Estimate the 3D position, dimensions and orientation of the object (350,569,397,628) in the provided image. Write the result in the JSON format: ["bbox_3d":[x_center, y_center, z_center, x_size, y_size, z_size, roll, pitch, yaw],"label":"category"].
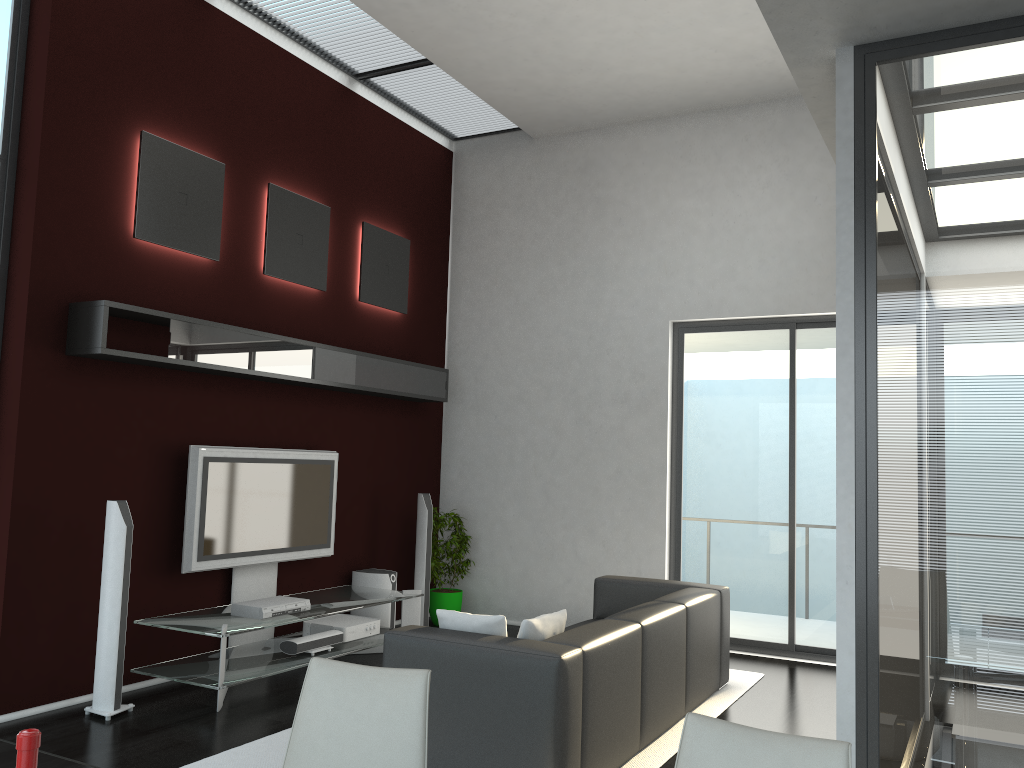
[{"bbox_3d":[-1.102,1.792,7.226,0.323,0.518,0.286,-1,-6,28],"label":"object"}]

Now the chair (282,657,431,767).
[{"bbox_3d":[-0.438,1.113,1.793,0.471,0.959,0.612,0,-5,18],"label":"chair"}]

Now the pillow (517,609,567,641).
[{"bbox_3d":[0.112,1.256,4.162,0.169,0.361,0.376,-1,-6,30],"label":"pillow"}]

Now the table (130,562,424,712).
[{"bbox_3d":[-1.492,1.402,6.099,0.771,1.093,2.046,-1,-6,28],"label":"table"}]

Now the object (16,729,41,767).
[{"bbox_3d":[-0.659,0.633,1.188,0.082,0.326,0.082,6,-7,-41],"label":"object"}]

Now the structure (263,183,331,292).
[{"bbox_3d":[-1.635,-1.097,6.734,0.055,0.676,0.678,-1,-6,28],"label":"structure"}]

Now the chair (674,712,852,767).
[{"bbox_3d":[0.313,1.102,1.407,0.471,0.959,0.612,-2,-6,33],"label":"chair"}]

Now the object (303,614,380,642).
[{"bbox_3d":[-1.253,1.806,6.567,0.412,0.106,0.449,-1,-6,28],"label":"object"}]

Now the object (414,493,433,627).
[{"bbox_3d":[-0.754,1.500,7.484,0.215,1.141,0.228,-3,-7,43],"label":"object"}]

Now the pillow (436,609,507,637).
[{"bbox_3d":[-0.172,1.252,4.201,0.376,0.358,0.186,-1,-6,29],"label":"pillow"}]

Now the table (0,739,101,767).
[{"bbox_3d":[-0.367,1.168,1.125,2.720,0.731,0.940,-1,-6,28],"label":"table"}]

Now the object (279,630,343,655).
[{"bbox_3d":[-1.342,1.741,5.982,0.182,0.090,0.470,-1,-6,28],"label":"object"}]

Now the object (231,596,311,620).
[{"bbox_3d":[-1.560,1.449,5.758,0.273,0.073,0.439,-1,-6,28],"label":"object"}]

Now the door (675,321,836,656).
[{"bbox_3d":[2.241,0.801,7.084,1.900,2.600,0.050,-1,-6,28],"label":"door"}]

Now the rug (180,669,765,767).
[{"bbox_3d":[0.118,1.914,5.160,1.875,0.009,3.695,-1,-6,28],"label":"rug"}]

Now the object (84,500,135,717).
[{"bbox_3d":[-2.220,1.226,4.939,0.215,1.141,0.228,1,-5,13],"label":"object"}]

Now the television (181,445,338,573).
[{"bbox_3d":[-1.724,0.859,6.253,0.099,0.807,1.436,-1,-6,28],"label":"television"}]

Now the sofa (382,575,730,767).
[{"bbox_3d":[0.435,1.569,5.040,0.943,0.652,2.781,-1,-6,28],"label":"sofa"}]

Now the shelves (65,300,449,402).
[{"bbox_3d":[-2.361,-0.308,5.087,0.305,0.301,6.988,-1,-6,28],"label":"shelves"}]

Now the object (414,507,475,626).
[{"bbox_3d":[-0.611,1.605,7.921,0.507,1.068,0.599,1,-5,13],"label":"object"}]

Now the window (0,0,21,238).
[{"bbox_3d":[-3.067,-0.496,4.576,0.025,4.400,0.800,-1,-6,28],"label":"window"}]

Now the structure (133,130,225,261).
[{"bbox_3d":[-2.158,-1.201,5.762,0.055,0.676,0.678,-1,-6,28],"label":"structure"}]

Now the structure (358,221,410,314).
[{"bbox_3d":[-1.113,-0.994,7.705,0.055,0.676,0.678,-1,-6,28],"label":"structure"}]
